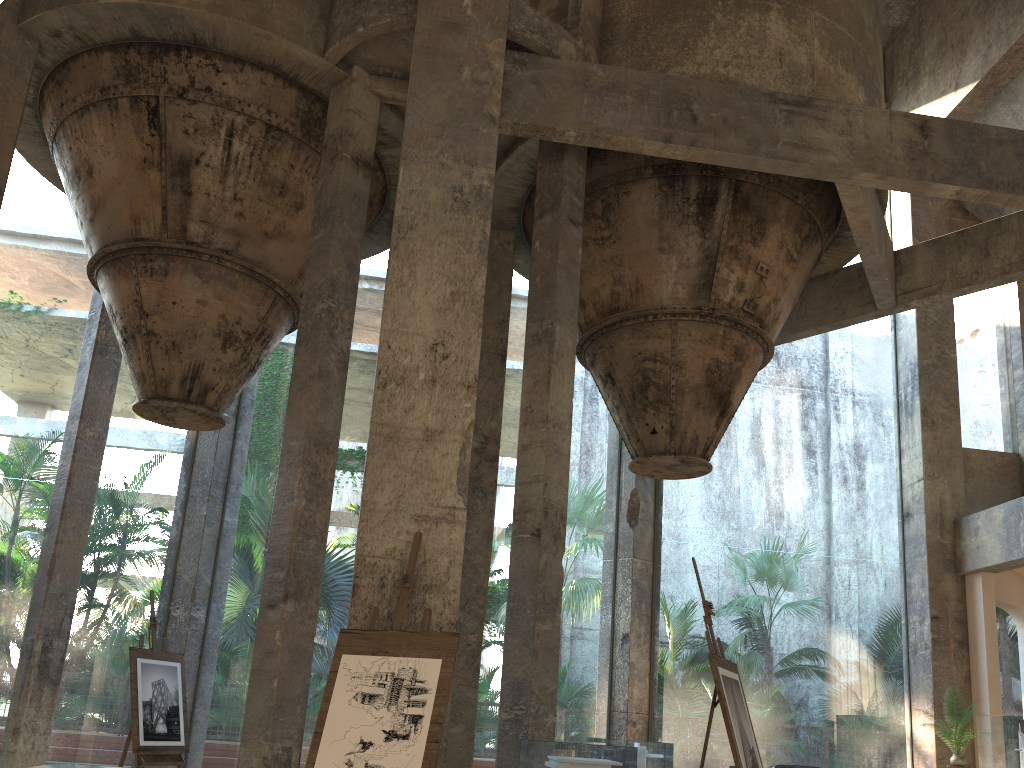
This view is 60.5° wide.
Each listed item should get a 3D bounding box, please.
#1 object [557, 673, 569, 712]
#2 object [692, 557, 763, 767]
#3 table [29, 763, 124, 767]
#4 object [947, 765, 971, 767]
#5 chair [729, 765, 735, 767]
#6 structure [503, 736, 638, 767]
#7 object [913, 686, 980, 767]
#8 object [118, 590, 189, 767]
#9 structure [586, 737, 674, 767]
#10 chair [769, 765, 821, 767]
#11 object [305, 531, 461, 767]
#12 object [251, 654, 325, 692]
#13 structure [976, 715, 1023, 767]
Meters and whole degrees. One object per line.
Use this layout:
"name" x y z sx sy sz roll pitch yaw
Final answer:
"object" 0.210 3.102 8.892 0.688 0.907 0.890 5 -18 -3
"object" 1.203 1.994 4.779 0.686 2.073 0.724 -3 -17 25
"table" -3.037 2.973 6.040 0.941 0.527 1.941 6 -21 -6
"object" 5.048 4.832 9.954 0.583 0.939 0.668 18 -22 -40
"chair" 2.286 3.676 7.349 0.822 0.862 0.756 6 -17 -5
"structure" 0.331 2.816 5.635 0.736 0.979 0.769 6 -17 -6
"object" 5.098 3.967 10.242 0.863 0.907 0.709 9 -18 -15
"object" -3.337 2.983 8.188 0.686 2.073 0.724 -2 -16 22
"structure" 1.185 4.198 9.075 0.744 0.979 0.761 6 -17 -6
"chair" 2.915 4.115 8.376 0.732 0.861 0.849 8 -18 -11
"object" -0.652 1.743 4.469 0.702 2.073 0.707 -1 -16 19
"object" -2.227 2.833 8.640 0.859 0.907 0.713 0 -17 14
"structure" 5.611 4.409 9.521 0.744 1.494 0.614 6 -15 -6
